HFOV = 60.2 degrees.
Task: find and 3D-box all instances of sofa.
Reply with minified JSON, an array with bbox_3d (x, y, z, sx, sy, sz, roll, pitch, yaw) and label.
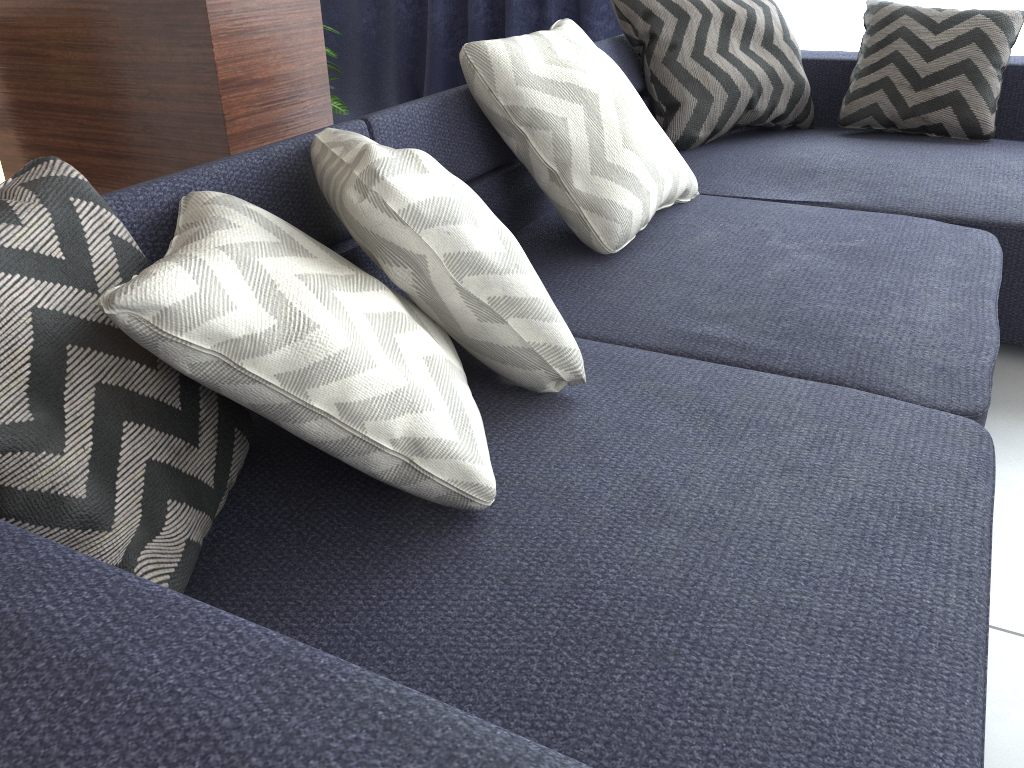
[{"bbox_3d":[0.700,-0.173,1.497,1.911,0.589,2.952,11,30,25],"label":"sofa"}]

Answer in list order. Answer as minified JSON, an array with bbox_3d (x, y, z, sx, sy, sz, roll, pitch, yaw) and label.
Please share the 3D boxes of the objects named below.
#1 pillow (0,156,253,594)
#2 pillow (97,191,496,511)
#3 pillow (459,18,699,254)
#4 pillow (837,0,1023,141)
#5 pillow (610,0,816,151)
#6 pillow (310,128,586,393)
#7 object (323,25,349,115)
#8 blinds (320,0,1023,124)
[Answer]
[{"bbox_3d":[-0.403,-0.007,0.829,0.221,0.373,0.429,-3,25,-1],"label":"pillow"},{"bbox_3d":[-0.211,-0.052,0.982,0.330,0.285,0.429,-6,26,-8],"label":"pillow"},{"bbox_3d":[0.156,-0.517,1.790,0.345,0.375,0.508,11,29,25],"label":"pillow"},{"bbox_3d":[1.145,-0.871,2.435,0.418,0.333,0.293,14,29,30],"label":"pillow"},{"bbox_3d":[0.587,-0.899,2.552,0.604,0.501,0.363,-17,29,-28],"label":"pillow"},{"bbox_3d":[-0.104,-0.186,1.221,0.281,0.340,0.430,-10,27,-16],"label":"pillow"},{"bbox_3d":[-0.880,-1.624,3.149,0.503,1.785,0.499,-3,24,-3],"label":"object"},{"bbox_3d":[0.802,-0.691,0.202,7.194,2.684,5.948,14,30,29],"label":"blinds"}]
